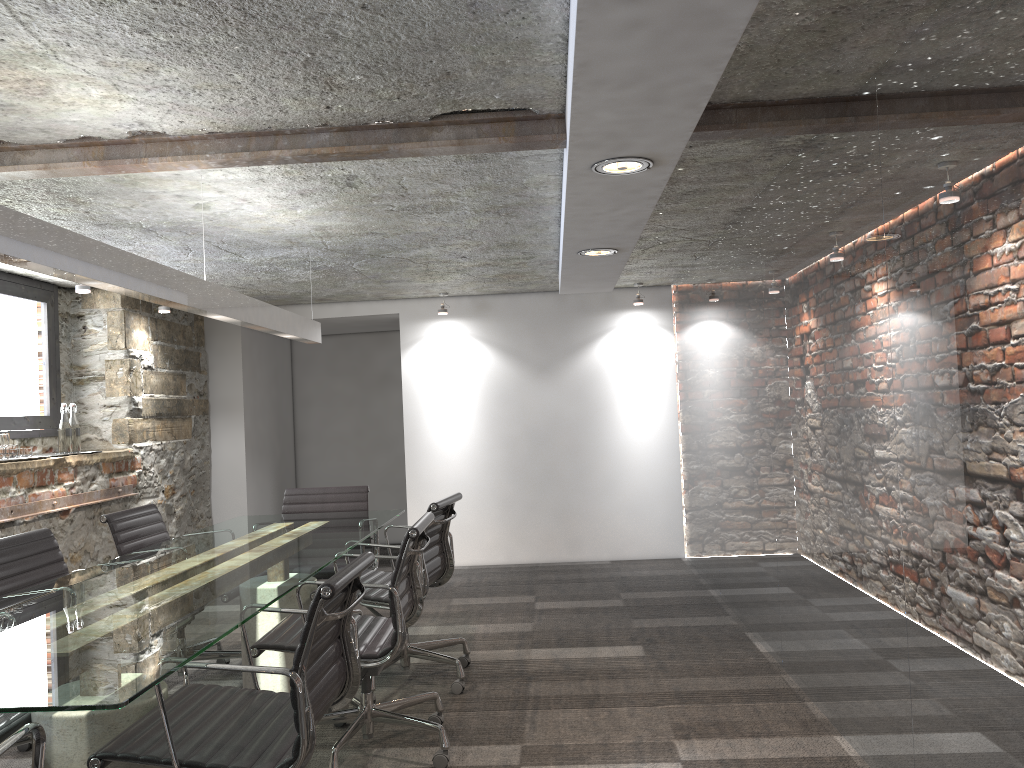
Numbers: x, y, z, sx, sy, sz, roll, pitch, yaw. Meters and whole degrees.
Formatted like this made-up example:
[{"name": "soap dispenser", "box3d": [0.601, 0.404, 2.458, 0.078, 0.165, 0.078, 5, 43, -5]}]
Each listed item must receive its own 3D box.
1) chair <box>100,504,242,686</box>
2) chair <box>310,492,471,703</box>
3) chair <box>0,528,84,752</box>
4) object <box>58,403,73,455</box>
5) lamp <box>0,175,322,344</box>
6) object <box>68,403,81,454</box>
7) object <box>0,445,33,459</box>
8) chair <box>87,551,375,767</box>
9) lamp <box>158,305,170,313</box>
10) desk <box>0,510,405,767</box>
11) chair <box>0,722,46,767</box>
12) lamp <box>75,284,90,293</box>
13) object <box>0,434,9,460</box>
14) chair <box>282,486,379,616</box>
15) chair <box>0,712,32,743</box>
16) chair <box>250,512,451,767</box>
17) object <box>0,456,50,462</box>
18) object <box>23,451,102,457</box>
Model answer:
[{"name": "chair", "box3d": [-1.503, 0.990, 4.131, 0.667, 0.837, 0.693, -2, -2, -6]}, {"name": "chair", "box3d": [-0.548, 0.946, 4.070, 0.667, 0.837, 0.693, -3, -2, 1]}, {"name": "chair", "box3d": [-1.561, 0.967, 3.253, 0.667, 0.837, 0.693, -2, -2, -7]}, {"name": "object", "box3d": [-2.605, 0.263, 5.166, 0.073, 0.300, 0.073, -2, -2, -29]}, {"name": "lamp", "box3d": [-1.157, -0.525, 3.261, 0.073, 0.524, 3.159, -3, -2, 3]}, {"name": "object", "box3d": [-2.601, 0.266, 5.259, 0.073, 0.300, 0.073, -2, -2, -29]}, {"name": "object", "box3d": [-2.676, 0.362, 4.757, 0.111, 0.072, 0.191, -3, -2, 10]}, {"name": "chair", "box3d": [-0.675, 0.899, 2.288, 0.667, 0.837, 0.693, -2, -2, -6]}, {"name": "lamp", "box3d": [-2.357, -0.567, 6.032, 0.077, 0.165, 0.098, -4, -2, 36]}, {"name": "desk", "box3d": [-1.085, 1.008, 3.217, 0.909, 0.711, 3.154, -3, -2, 3]}, {"name": "chair", "box3d": [-1.157, 0.898, 1.551, 0.693, 0.837, 0.667, -2, -2, -7]}, {"name": "lamp", "box3d": [-2.405, -0.596, 4.991, 0.077, 0.165, 0.098, -4, -2, 36]}, {"name": "object", "box3d": [-2.679, 0.326, 4.542, 0.108, 0.131, 0.218, -3, -2, 1]}, {"name": "chair", "box3d": [-1.030, 0.985, 4.655, 0.693, 0.837, 0.667, -2, -2, -5]}, {"name": "chair", "box3d": [-1.559, 0.939, 2.317, 0.667, 0.837, 0.693, -2, -2, -10]}, {"name": "chair", "box3d": [-0.584, 0.922, 3.224, 0.667, 0.837, 0.693, -2, -2, -8]}, {"name": "object", "box3d": [-2.686, 0.398, 4.643, 0.310, 0.007, 0.457, -3, -2, 3]}, {"name": "object", "box3d": [-2.661, 0.413, 5.206, 0.310, 0.007, 0.457, -3, -2, 3]}]
